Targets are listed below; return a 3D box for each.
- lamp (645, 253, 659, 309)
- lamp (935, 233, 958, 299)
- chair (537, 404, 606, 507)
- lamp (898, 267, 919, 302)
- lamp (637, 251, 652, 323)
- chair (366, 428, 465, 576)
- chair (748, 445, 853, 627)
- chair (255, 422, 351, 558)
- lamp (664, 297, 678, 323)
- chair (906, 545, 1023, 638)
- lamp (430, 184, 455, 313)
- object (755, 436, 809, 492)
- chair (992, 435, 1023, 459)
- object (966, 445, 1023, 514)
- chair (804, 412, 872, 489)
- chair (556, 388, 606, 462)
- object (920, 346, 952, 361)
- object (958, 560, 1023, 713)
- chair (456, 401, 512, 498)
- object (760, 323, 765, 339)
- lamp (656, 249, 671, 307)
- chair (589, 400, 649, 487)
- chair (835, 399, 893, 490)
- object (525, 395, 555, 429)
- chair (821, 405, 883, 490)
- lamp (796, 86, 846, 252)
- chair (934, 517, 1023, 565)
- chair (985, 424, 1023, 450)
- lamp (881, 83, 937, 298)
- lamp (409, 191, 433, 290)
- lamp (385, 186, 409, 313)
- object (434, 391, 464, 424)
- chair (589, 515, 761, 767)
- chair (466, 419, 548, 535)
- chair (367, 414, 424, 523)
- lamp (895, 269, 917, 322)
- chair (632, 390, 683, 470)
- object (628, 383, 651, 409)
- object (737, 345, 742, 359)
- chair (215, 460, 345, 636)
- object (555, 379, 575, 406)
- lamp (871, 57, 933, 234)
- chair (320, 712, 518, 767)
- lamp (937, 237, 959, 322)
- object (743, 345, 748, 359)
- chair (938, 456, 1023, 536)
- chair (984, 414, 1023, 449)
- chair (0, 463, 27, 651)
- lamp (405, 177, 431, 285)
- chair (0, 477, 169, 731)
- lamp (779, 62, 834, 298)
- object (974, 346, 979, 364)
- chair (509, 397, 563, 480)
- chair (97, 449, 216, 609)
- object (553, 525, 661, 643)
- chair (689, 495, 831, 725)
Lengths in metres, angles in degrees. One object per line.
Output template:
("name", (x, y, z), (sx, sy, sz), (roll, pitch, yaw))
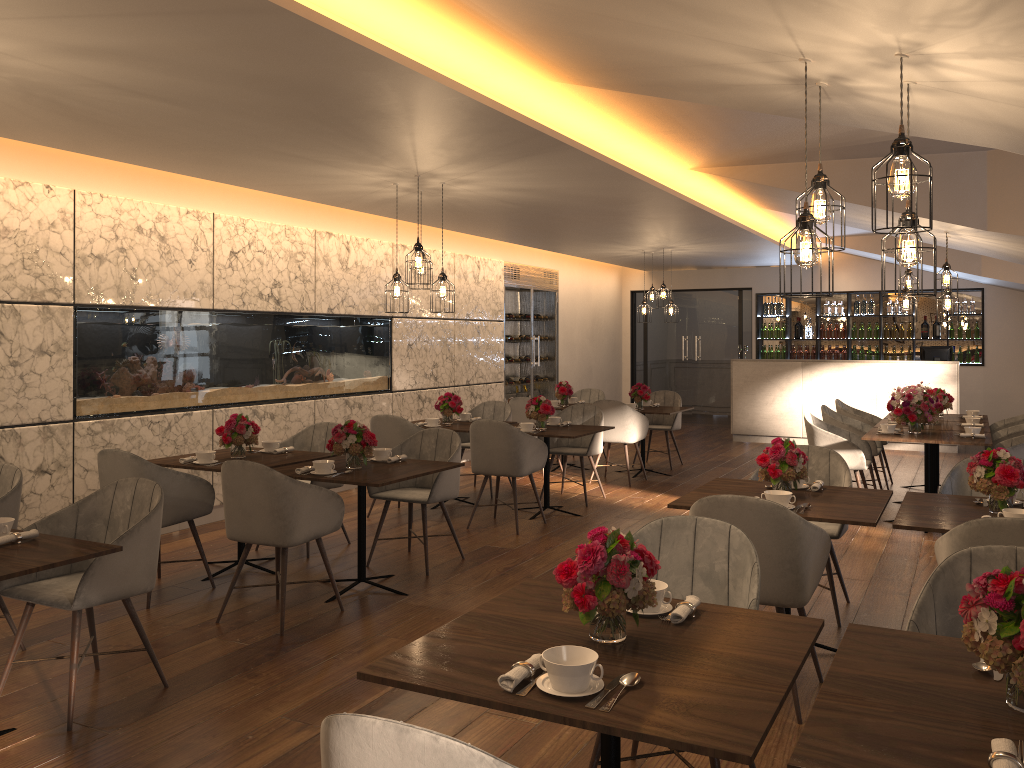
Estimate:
("lamp", (1.899, -2.052, 11.983), (0.175, 2.071, 0.175), (0, 0, 29))
("lamp", (3.669, -1.757, 7.481), (0.175, 2.071, 0.175), (0, 0, 29))
("chair", (0.574, 0.636, 8.171), (0.565, 0.873, 0.526), (0, 1, 28))
("lamp", (3.626, -1.788, 8.101), (0.175, 2.071, 0.175), (0, 0, 29))
("lamp", (1.747, -1.843, 11.690), (0.175, 2.071, 0.175), (0, 0, 29))
("chair", (-0.619, 0.751, 5.885), (0.565, 0.873, 0.526), (0, 1, 28))
("chair", (1.598, 0.801, 4.895), (0.565, 0.873, 0.526), (0, 1, 28))
("chair", (-1.469, 0.729, 6.328), (0.565, 0.873, 0.526), (0, 1, 28))
("lamp", (2.094, -1.841, 11.652), (0.175, 2.071, 0.175), (0, 0, 29))
("chair", (1.375, 0.928, 2.391), (0.565, 0.873, 0.526), (0, 1, 28))
("lamp", (-0.520, -1.570, 6.638), (0.175, 2.071, 0.175), (0, 0, 29))
("object", (1.315, 0.393, 4.323), (0.305, 0.301, 0.234), (-1, 1, -43))
("chair", (3.888, 0.708, 6.736), (0.526, 0.873, 0.565), (0, 1, 28))
("object", (2.153, 0.415, 3.900), (0.234, 0.301, 0.305), (0, 1, 3))
("chair", (2.702, 0.678, 7.334), (0.526, 0.873, 0.565), (0, 1, 28))
("chair", (0.868, 0.503, 10.811), (0.565, 0.873, 0.526), (0, 1, 28))
("object", (5.703, -0.343, 11.897), (0.408, 0.329, 0.130), (0, 0, 5))
("object", (1.080, 0.519, 1.842), (0.234, 0.301, 0.305), (0, 1, 3))
("chair", (-0.277, 0.614, 8.614), (0.565, 0.873, 0.526), (0, 1, 28))
("object", (4.108, -0.870, 14.521), (0.065, 0.261, 0.066), (0, 0, 6))
("lamp", (1.942, -2.020, 11.362), (0.175, 2.071, 0.175), (0, 0, 29))
("chair", (1.092, 0.584, 9.197), (0.565, 0.873, 0.526), (0, 1, 28))
("chair", (3.570, 0.594, 9.000), (0.526, 0.873, 0.565), (0, 1, 28))
("object", (0.248, 0.231, 7.543), (0.234, 0.301, 0.305), (0, 1, -30))
("chair", (3.136, 0.636, 8.167), (0.526, 0.873, 0.565), (0, 1, 28))
("lamp", (1.198, -1.553, 3.445), (0.175, 2.071, 0.175), (0, 0, 29))
("chair", (1.863, 0.884, 3.259), (0.565, 0.873, 0.526), (0, 1, 28))
("chair", (4.322, 0.667, 7.569), (0.526, 0.873, 0.565), (0, 1, 28))
("lamp", (1.392, -1.343, 3.113), (0.175, 2.071, 0.175), (0, 0, 29))
("lamp", (-0.715, -1.780, 6.969), (0.175, 2.071, 0.175), (0, 0, 29))
("lamp", (-0.867, -1.572, 6.676), (0.175, 2.071, 0.175), (0, 0, 29))
("object", (-0.581, 0.207, 8.007), (0.234, 0.301, 0.305), (-1, 1, -41))
("chair", (0.524, 0.905, 2.834), (0.565, 0.873, 0.526), (0, 1, 28))
("chair", (-0.054, 0.695, 7.000), (0.565, 0.873, 0.526), (0, 1, 28))
("chair", (-0.905, 0.673, 7.444), (0.565, 0.873, 0.526), (0, 1, 28))
("lamp", (3.474, -1.579, 7.809), (0.175, 2.071, 0.175), (0, 0, 29))
("chair", (1.719, 0.525, 10.368), (0.565, 0.873, 0.526), (0, 1, 28))
("object", (1.405, 0.118, 9.789), (0.234, 0.301, 0.305), (0, 1, -15))
("object", (3.328, -0.469, 12.953), (0.065, 0.208, 0.065), (0, 0, 19))
("chair", (-1.246, 0.810, 4.714), (0.565, 0.873, 0.526), (0, 1, 28))
("object", (0.609, 0.096, 10.195), (0.234, 0.301, 0.305), (0, 1, 3))
("lamp", (1.241, -1.522, 2.824), (0.175, 2.071, 0.175), (0, 0, 29))
("chair", (-0.062, 0.965, 1.642), (0.565, 0.873, 0.526), (0, 1, 28))
("lamp", (3.821, -1.578, 7.770), (0.175, 2.071, 0.175), (0, 0, 29))
("object", (3.406, -0.467, 12.918), (0.065, 0.208, 0.145), (0, 1, 19))
("chair", (2.449, 0.824, 4.451), (0.565, 0.873, 0.526), (0, 1, 28))
("chair", (4.756, 0.625, 8.402), (0.526, 0.873, 0.565), (0, 1, 28))
("chair", (-2.615, 0.840, 4.131), (0.565, 0.873, 0.526), (0, 1, 28))
("lamp", (-0.672, -1.749, 6.348), (0.175, 2.071, 0.175), (0, 0, 29))
("chair", (-1.764, 0.862, 3.688), (0.565, 0.873, 0.526), (0, 1, 28))
("lamp", (1.046, -1.345, 3.152), (0.175, 2.071, 0.175), (0, 0, 29))
("object", (6.869, -0.434, 13.079), (0.065, 0.261, 0.066), (0, 0, 6))
("chair", (0.241, 0.562, 9.641), (0.565, 0.873, 0.526), (0, 1, 28))
("chair", (-2.097, 0.788, 5.158), (0.565, 0.873, 0.526), (0, 1, 28))
("object", (0.241, 0.498, 2.265), (0.305, 0.301, 0.234), (-1, 1, -43))
("chair", (1.012, 0.861, 3.703), (0.565, 0.873, 0.526), (0, 1, 28))
